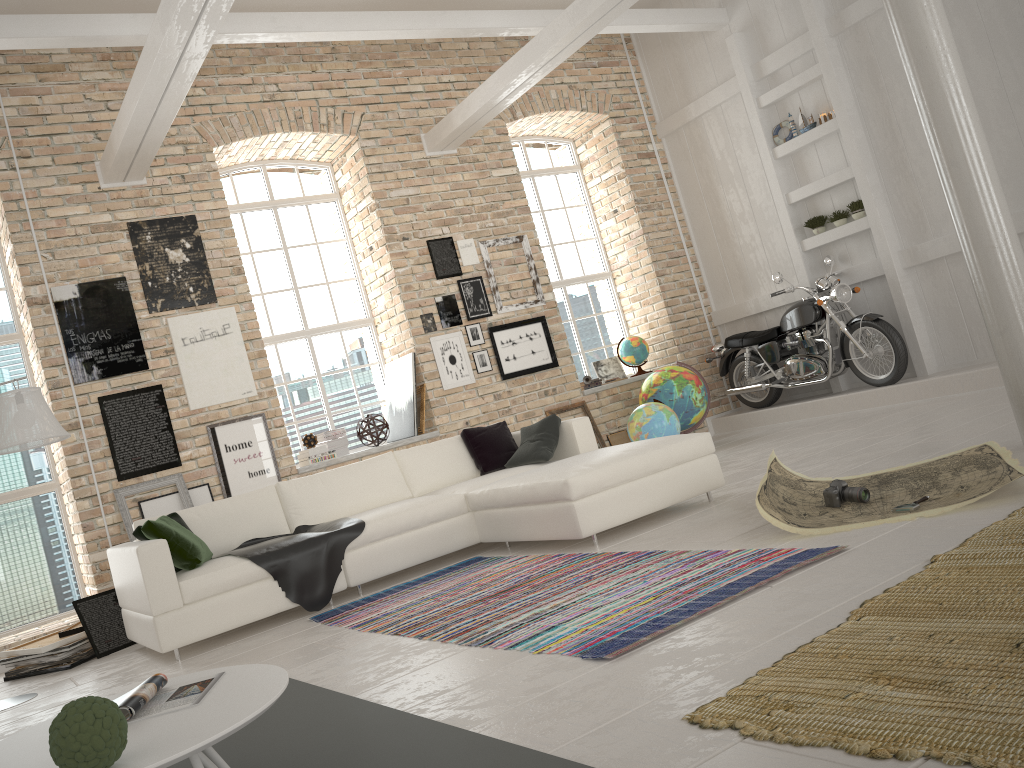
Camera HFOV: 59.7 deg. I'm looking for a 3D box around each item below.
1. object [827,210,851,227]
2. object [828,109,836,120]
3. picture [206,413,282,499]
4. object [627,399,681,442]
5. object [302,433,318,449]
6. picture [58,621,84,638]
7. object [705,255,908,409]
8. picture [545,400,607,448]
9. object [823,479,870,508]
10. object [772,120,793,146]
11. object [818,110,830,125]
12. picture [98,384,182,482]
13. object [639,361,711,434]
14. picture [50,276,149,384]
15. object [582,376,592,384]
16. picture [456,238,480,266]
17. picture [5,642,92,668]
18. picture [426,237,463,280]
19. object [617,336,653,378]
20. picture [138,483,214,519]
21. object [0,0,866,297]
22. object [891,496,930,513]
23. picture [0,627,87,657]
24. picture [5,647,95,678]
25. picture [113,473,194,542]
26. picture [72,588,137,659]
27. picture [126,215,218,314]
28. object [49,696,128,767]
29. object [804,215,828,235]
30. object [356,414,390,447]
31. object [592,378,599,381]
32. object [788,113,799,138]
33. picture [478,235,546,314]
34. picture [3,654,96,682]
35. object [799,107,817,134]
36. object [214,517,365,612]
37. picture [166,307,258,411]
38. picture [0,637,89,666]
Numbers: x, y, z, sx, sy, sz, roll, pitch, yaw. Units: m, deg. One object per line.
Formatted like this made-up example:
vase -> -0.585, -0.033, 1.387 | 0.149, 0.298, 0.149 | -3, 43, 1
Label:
object -> 3.120, -1.579, 8.494 | 0.217, 0.158, 0.237 | -13, -3, -40
object -> 3.022, -2.520, 8.343 | 0.110, 0.088, 0.103 | -16, -3, 10
picture -> -2.196, 0.655, 7.380 | 0.490, 0.758, 0.013 | -14, -4, -30
object -> 1.251, 0.453, 7.743 | 0.458, 0.633, 0.436 | -16, -3, 9
object -> -1.787, 0.504, 7.881 | 0.141, 0.138, 0.144 | -15, -3, -4
picture -> -2.937, 1.663, 6.193 | 0.288, 0.048, 0.388 | -15, -2, -5
object -> 2.787, -0.482, 8.789 | 0.764, 1.332, 2.299 | -13, -3, -37
picture -> 0.685, 0.562, 8.805 | 0.478, 0.750, 0.234 | -14, -4, -30
object -> 1.592, 0.513, 4.239 | 0.140, 0.124, 0.178 | -14, -3, -32
object -> 2.700, -2.494, 8.856 | 0.066, 0.229, 0.249 | -12, -4, -42
object -> 2.954, -2.516, 8.445 | 0.103, 0.120, 0.110 | -15, -3, -14
picture -> -2.948, 0.383, 7.064 | 0.483, 0.682, 0.068 | -14, -4, -30
object -> 1.628, 0.253, 8.845 | 0.695, 0.926, 0.614 | -17, -4, 34
picture -> -3.259, -0.433, 7.060 | 0.558, 0.787, 0.038 | -14, -4, -30
object -> 0.804, -0.044, 9.457 | 0.096, 0.090, 0.466 | -16, -2, 7
picture -> -0.430, -1.293, 8.744 | 0.183, 0.259, 0.013 | -14, -4, -30
picture -> -2.978, 1.774, 6.144 | 0.621, 0.048, 0.738 | -16, -2, 28
picture -> -0.650, -1.216, 8.606 | 0.279, 0.395, 0.019 | -14, -4, -30
object -> 1.362, -0.314, 9.847 | 0.313, 0.466, 0.345 | -14, -3, -26
picture -> -2.574, 1.121, 7.000 | 0.544, 0.570, 0.155 | -14, -4, -30
object -> 0.729, -1.676, 3.472 | 9.568, 4.808, 12.511 | -14, -2, -32
object -> 1.739, 0.514, 3.838 | 0.214, 0.019, 0.103 | -14, -2, -35
picture -> -3.007, 1.702, 6.116 | 0.624, 0.048, 0.733 | -16, -2, 35
picture -> -3.007, 1.821, 6.141 | 0.596, 0.048, 0.772 | -15, -2, 4
picture -> -2.712, 1.021, 6.869 | 0.514, 0.584, 0.299 | -14, -4, -31
picture -> -2.705, 1.595, 5.952 | 0.204, 0.406, 0.309 | -18, -4, 36
picture -> -2.829, -1.004, 7.427 | 0.556, 0.786, 0.038 | -14, -4, -30
object -> -0.910, 0.757, 1.918 | 0.174, 0.164, 0.150 | -17, -3, 35
object -> 2.971, -1.545, 8.689 | 0.243, 0.181, 0.238 | -17, -3, 29
object -> -1.266, 0.422, 8.111 | 0.286, 0.308, 0.326 | -13, -4, -41
object -> 0.790, -0.022, 9.423 | 0.202, 0.021, 0.168 | -14, -2, -31
object -> 2.749, -2.531, 8.729 | 0.069, 0.268, 0.065 | -16, -4, 12
picture -> 0.002, -1.103, 8.922 | 0.570, 0.751, 0.027 | -14, -4, -29
picture -> -2.972, 1.849, 6.113 | 0.612, 0.048, 0.751 | -16, -2, 18
object -> 2.818, -2.551, 8.567 | 0.061, 0.261, 0.242 | -14, -3, -20
object -> -1.376, 1.163, 5.576 | 0.843, 0.465, 0.820 | -14, -3, -33
picture -> -2.490, -0.219, 7.413 | 0.557, 0.787, 0.038 | -14, -4, -30
picture -> -3.013, 1.742, 6.137 | 0.610, 0.048, 0.752 | -16, -2, 16
